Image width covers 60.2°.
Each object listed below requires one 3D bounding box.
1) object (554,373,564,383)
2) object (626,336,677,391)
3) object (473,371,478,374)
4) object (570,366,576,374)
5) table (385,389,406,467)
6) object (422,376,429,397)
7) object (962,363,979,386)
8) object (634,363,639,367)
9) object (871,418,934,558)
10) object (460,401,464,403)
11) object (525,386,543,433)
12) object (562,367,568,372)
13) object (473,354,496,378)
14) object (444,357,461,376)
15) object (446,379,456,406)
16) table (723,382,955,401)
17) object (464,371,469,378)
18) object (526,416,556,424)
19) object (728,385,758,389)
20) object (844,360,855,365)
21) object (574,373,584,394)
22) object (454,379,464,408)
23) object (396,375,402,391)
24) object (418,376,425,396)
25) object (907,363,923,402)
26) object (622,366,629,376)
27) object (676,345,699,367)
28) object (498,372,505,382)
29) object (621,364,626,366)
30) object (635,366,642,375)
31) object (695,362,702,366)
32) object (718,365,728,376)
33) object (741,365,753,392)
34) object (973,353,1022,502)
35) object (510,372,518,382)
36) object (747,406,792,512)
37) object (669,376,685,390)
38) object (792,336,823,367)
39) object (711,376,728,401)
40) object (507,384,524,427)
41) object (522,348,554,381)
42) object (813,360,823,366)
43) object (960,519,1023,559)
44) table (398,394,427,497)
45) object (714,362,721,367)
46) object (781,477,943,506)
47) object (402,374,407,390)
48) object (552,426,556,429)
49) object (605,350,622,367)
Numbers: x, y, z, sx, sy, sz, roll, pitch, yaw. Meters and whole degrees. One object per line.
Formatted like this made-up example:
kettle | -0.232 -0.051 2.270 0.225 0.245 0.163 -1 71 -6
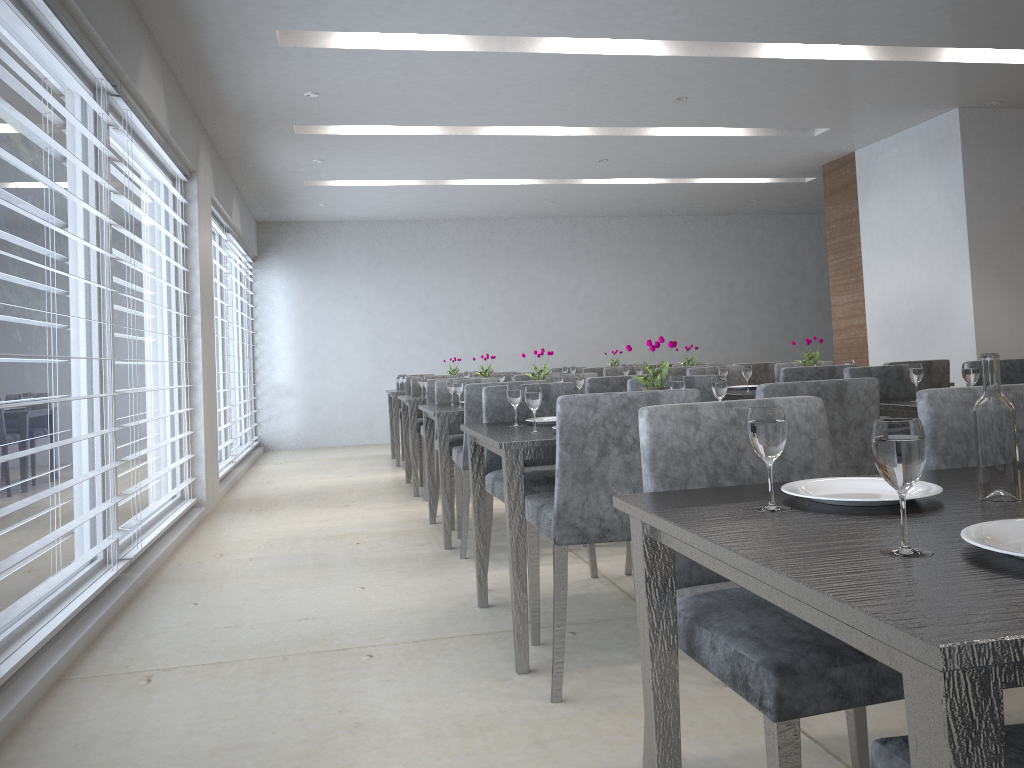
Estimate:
object | 0.252 0.013 4.737 0.053 0.140 0.053 -4 -3 31
object | 0.465 -0.016 2.879 0.155 0.277 0.103 -2 -2 -14
object | -0.325 -0.045 7.928 0.053 0.140 0.053 -4 -3 37
object | 0.556 -0.089 8.050 0.053 0.140 0.053 -4 -3 37
table | -0.507 0.350 7.954 1.189 0.636 0.775 -3 0 -11
object | -0.586 0.018 6.013 0.053 0.140 0.053 -4 -3 37
object | 1.549 -0.001 2.981 0.053 0.140 0.053 -4 -3 37
object | 1.159 -0.122 8.222 0.053 0.140 0.053 -4 -3 37
object | 0.409 0.107 0.929 0.053 0.140 0.053 -4 -3 37
object | -0.170 0.096 4.684 0.217 0.015 0.216 -3 2 -11
object | 0.067 0.076 2.678 0.053 0.140 0.053 -4 -3 37
object | 0.500 -0.094 8.336 0.053 0.140 0.053 -4 -3 37
object | -0.188 -0.075 6.213 0.155 0.277 0.103 -2 -2 -14
object | -0.529 -0.105 7.957 0.155 0.277 0.103 -2 -2 -14
object | -0.314 0.042 4.625 0.053 0.140 0.053 -4 -3 31
table | 1.650 0.333 4.829 1.189 0.636 0.775 -3 0 -11
object | -0.417 -0.047 8.154 0.053 0.140 0.053 -4 -3 37
object | 0.154 0.125 3.026 0.217 0.015 0.216 -3 2 -11
object | 1.318 0.019 4.979 0.216 0.015 0.217 -2 2 35
object | 1.831 -0.062 4.788 0.053 0.140 0.053 -4 -3 37
object | 0.345 0.015 4.511 0.053 0.140 0.053 -4 -3 31
object | -0.259 0.047 4.339 0.053 0.140 0.053 -4 -3 31
object | -0.985 -0.009 7.742 0.053 0.140 0.053 -4 -3 37
object | -0.642 0.013 6.299 0.053 0.140 0.053 -4 -3 37
object | 1.493 -0.006 3.266 0.053 0.140 0.053 -4 -3 37
object | 0.846 -0.063 6.570 0.053 0.140 0.053 -4 -3 37
object | 1.301 -0.152 6.508 0.155 0.277 0.103 -2 -2 -14
object | -0.076 -0.016 6.411 0.053 0.140 0.053 -4 -3 37
object | 1.066 -0.124 8.448 0.053 0.140 0.053 -4 -3 37
object | 0.902 -0.058 6.284 0.053 0.140 0.053 -4 -3 37
object | 1.412 -0.093 6.682 0.053 0.140 0.053 -4 -3 37
object | 1.172 -0.034 4.902 0.053 0.140 0.053 -4 -3 37
object | 1.228 -0.029 4.616 0.053 0.140 0.053 -4 -3 31
object | 0.662 0.058 1.212 0.052 0.202 0.052 -5 -4 43
object | 0.017 -0.015 6.186 0.053 0.140 0.053 -4 -3 37
object | 0.353 0.102 1.215 0.053 0.140 0.053 -4 -3 37
object | 0.577 0.042 3.076 0.053 0.140 0.053 -4 -3 31
object | 1.629 -0.122 4.832 0.155 0.277 0.103 -2 -2 -14
object | 0.670 0.044 2.850 0.053 0.140 0.053 -4 -3 37
object | 0.011 0.071 2.964 0.053 0.140 0.053 -4 -3 31
object | 0.140 -0.045 4.538 0.155 0.277 0.103 -2 -2 -14
object | 1.738 -0.064 5.014 0.053 0.140 0.053 -4 -3 37
object | 0.573 0.162 0.890 0.217 0.015 0.216 -4 2 -33
table | -0.166 0.381 6.210 1.189 0.636 0.775 -3 0 -11
object | 1.505 -0.091 6.456 0.053 0.140 0.053 -4 -3 37
object | 0.499 0.156 1.267 0.217 0.015 0.216 -4 2 -33
object | -0.984 -0.017 8.042 0.053 0.140 0.053 -4 -3 37
object | 0.228 0.132 2.648 0.217 0.015 0.216 -3 2 -11
object | 0.959 -0.182 8.252 0.155 0.277 0.103 -2 -2 -14
